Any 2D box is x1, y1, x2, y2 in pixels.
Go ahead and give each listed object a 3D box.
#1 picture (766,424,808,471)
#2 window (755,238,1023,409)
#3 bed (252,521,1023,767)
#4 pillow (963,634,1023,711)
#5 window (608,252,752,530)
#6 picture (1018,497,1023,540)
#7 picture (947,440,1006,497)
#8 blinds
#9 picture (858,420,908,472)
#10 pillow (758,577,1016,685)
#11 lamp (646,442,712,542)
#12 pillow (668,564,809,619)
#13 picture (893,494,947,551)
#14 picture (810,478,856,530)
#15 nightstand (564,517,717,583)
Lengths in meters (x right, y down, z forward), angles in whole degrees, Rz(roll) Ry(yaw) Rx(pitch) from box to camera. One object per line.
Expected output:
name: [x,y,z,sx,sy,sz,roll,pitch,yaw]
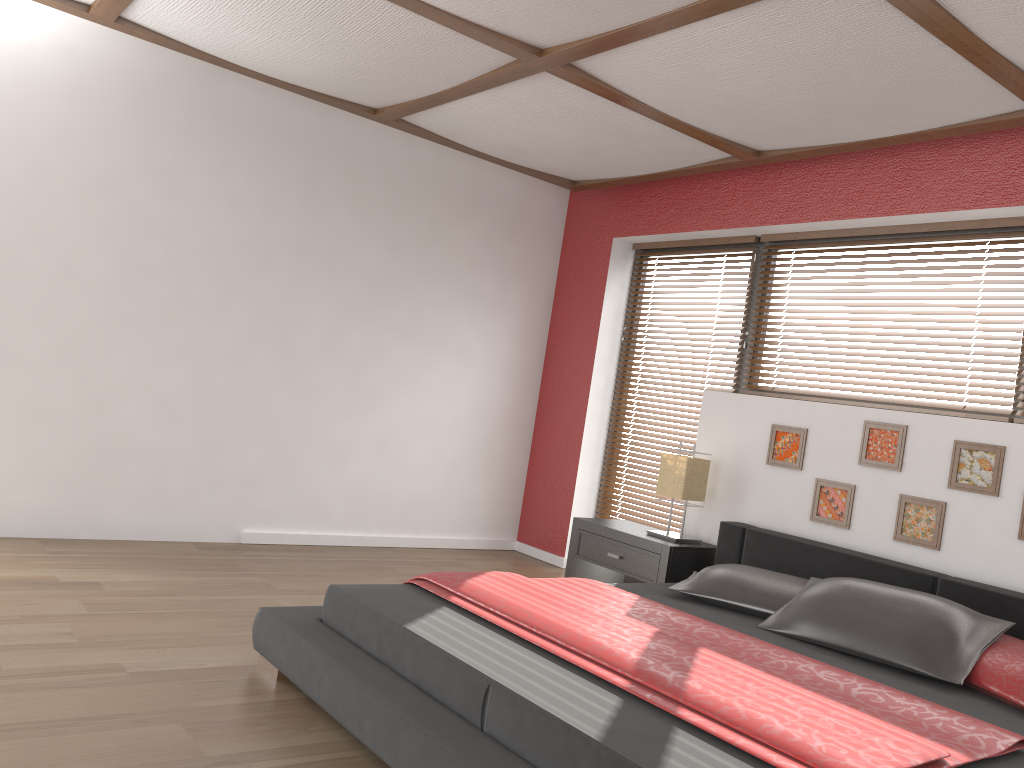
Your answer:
picture: [1.321,0.303,4.265,0.010,0.200,0.200,10,-1,-37]
window: [2.232,-0.252,3.783,0.020,0.786,2.817,10,-1,-37]
bed: [0.685,0.869,2.903,2.413,0.577,2.469,10,-1,-37]
pillow: [1.620,0.922,2.863,0.418,0.172,0.745,9,-1,-18]
window: [0.983,0.133,5.332,0.020,1.893,0.889,10,-1,-37]
picture: [2.012,0.503,3.317,0.010,0.200,0.200,10,-1,-37]
picture: [1.859,0.336,3.553,0.010,0.200,0.200,10,-1,-37]
blinds: [2.088,0.311,3.734,0.032,1.952,4.840,10,-1,-37]
picture: [1.621,0.269,3.880,0.010,0.200,0.200,10,-1,-37]
pillow: [1.279,0.822,3.099,0.386,0.241,0.744,10,-1,-42]
lamp: [0.855,0.535,4.483,0.200,0.480,0.200,10,-1,-37]
pillow: [1.033,0.845,3.559,0.745,0.172,0.418,8,-1,28]
picture: [1.702,0.575,3.706,0.010,0.200,0.200,10,-1,-37]
picture: [1.457,0.543,4.034,0.010,0.200,0.200,10,-1,-37]
nightstand: [0.658,0.973,4.578,0.413,0.423,0.700,10,-1,-37]
